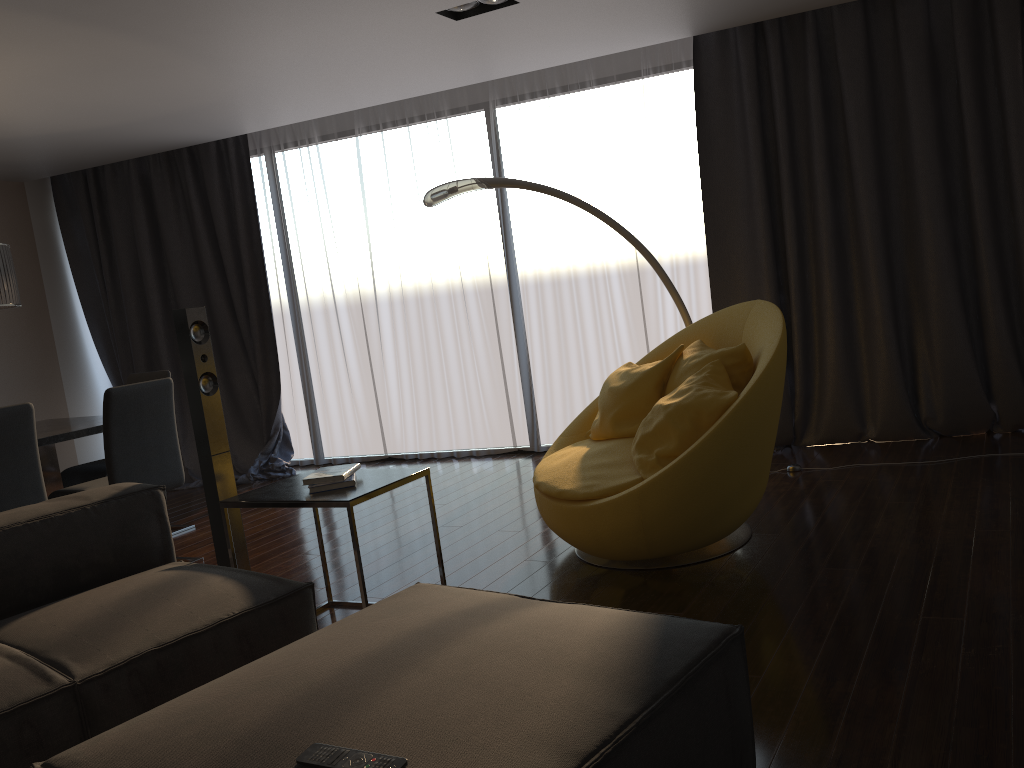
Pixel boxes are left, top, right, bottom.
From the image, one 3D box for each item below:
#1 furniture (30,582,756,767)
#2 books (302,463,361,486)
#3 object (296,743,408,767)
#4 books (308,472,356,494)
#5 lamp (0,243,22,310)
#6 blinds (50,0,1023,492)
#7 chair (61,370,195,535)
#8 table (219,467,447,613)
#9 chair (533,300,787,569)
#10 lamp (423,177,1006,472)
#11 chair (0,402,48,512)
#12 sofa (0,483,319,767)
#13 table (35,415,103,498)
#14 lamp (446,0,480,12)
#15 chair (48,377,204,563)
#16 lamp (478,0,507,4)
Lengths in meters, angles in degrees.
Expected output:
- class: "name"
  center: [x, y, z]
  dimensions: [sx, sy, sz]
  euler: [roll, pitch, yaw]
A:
- class: "furniture"
  center: [-0.191, 0.796, 1.862]
  dimensions: [1.037, 0.440, 1.155]
  euler: [-2, 8, 38]
- class: "books"
  center: [-0.662, 0.331, 3.240]
  dimensions: [0.154, 0.022, 0.206]
  euler: [-7, 6, 5]
- class: "object"
  center: [-0.274, 0.642, 1.498]
  dimensions: [0.199, 0.015, 0.053]
  euler: [-4, 7, 26]
- class: "books"
  center: [-0.657, 0.355, 3.228]
  dimensions: [0.167, 0.023, 0.226]
  euler: [-8, 6, -11]
- class: "lamp"
  center: [-2.937, -0.874, 4.225]
  dimensions: [0.846, 1.103, 0.762]
  euler: [-12, 8, -37]
- class: "blinds"
  center: [-0.230, -0.872, 6.050]
  dimensions: [7.248, 2.895, 0.772]
  euler: [-5, 7, 19]
- class: "chair"
  center: [-2.284, 0.444, 5.167]
  dimensions: [0.409, 0.965, 0.597]
  euler: [-4, 7, 29]
- class: "table"
  center: [-0.644, 0.645, 3.272]
  dimensions: [0.575, 0.563, 0.470]
  euler: [-4, 7, 28]
- class: "chair"
  center: [0.637, 0.197, 3.890]
  dimensions: [1.150, 1.006, 1.500]
  euler: [-8, 6, -4]
- class: "lamp"
  center: [1.771, -0.418, 4.663]
  dimensions: [4.198, 1.780, 0.586]
  euler: [-7, 6, 5]
- class: "chair"
  center: [-2.321, 0.595, 3.785]
  dimensions: [0.547, 0.965, 0.446]
  euler: [-4, 7, 28]
- class: "sofa"
  center: [-1.192, 0.818, 1.584]
  dimensions: [2.592, 0.704, 2.616]
  euler: [-2, 8, 38]
- class: "table"
  center: [-2.705, 0.681, 4.402]
  dimensions: [0.995, 0.760, 1.673]
  euler: [-4, 7, 29]
- class: "lamp"
  center: [-0.242, -1.790, 4.129]
  dimensions: [0.170, 0.077, 0.183]
  euler: [-5, 7, 23]
- class: "chair"
  center: [-1.965, 0.484, 4.416]
  dimensions: [0.547, 0.965, 0.446]
  euler: [-4, 7, 28]
- class: "lamp"
  center: [-0.087, -1.801, 4.053]
  dimensions: [0.167, 0.077, 0.186]
  euler: [-2, 8, 40]
